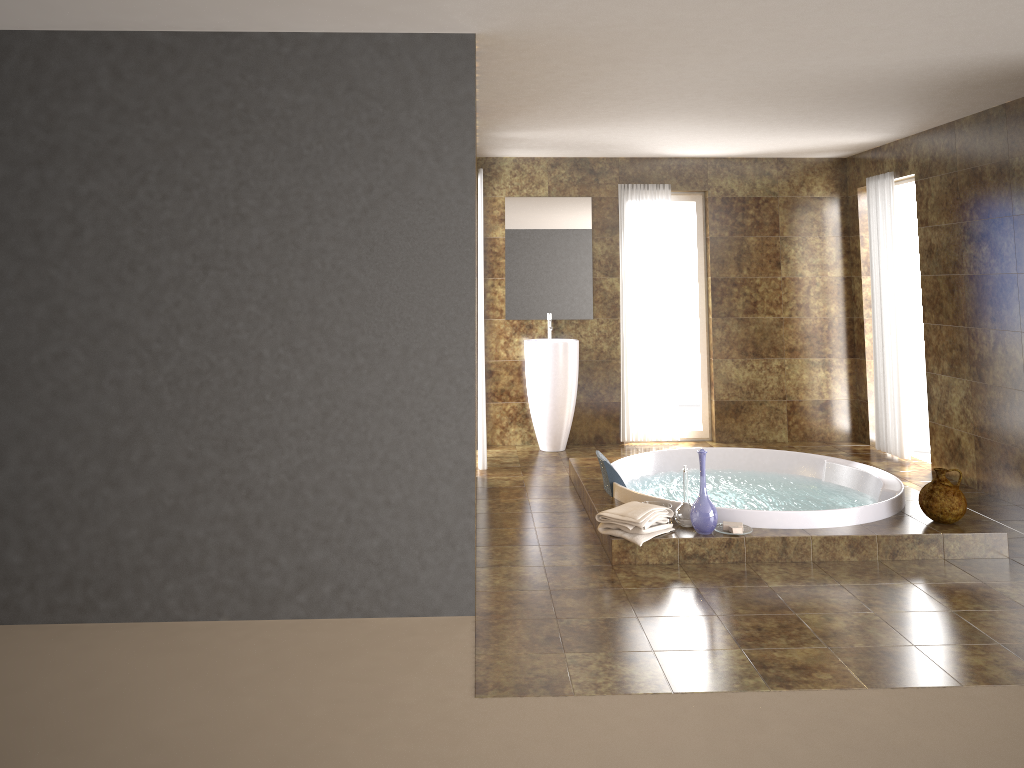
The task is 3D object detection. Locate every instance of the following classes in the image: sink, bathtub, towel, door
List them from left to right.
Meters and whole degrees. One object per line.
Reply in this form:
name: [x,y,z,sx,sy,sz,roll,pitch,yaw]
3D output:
sink: [0.337,-0.021,7.268,0.459,1.146,0.430,0,-5,0]
towel: [0.623,0.695,4.405,0.339,0.151,0.321,4,6,42]
bathtub: [1.451,0.697,5.291,1.749,0.526,1.750,3,6,29]
door: [3.621,-0.554,7.192,0.956,2.247,0.039,-3,-7,31]

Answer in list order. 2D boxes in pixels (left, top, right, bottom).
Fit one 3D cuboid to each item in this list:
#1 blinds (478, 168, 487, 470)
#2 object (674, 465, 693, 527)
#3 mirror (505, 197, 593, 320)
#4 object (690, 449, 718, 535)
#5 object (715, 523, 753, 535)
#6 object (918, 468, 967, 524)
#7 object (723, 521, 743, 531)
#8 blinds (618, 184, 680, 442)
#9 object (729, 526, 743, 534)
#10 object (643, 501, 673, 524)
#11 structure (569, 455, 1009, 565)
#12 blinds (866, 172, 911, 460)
blinds: [-0.232,-0.538,6.754,0.068,2.297,0.590,0,-6,-3]
object: [0.909,0.581,4.515,0.130,0.311,0.128,-1,-4,5]
mirror: [0.324,-1.110,7.609,0.768,1.102,0.008,0,-6,-2]
object: [0.971,0.541,4.387,0.136,0.424,0.133,-1,-5,5]
object: [1.120,0.740,4.376,0.190,0.018,0.190,-2,7,-13]
object: [2.269,0.587,4.561,0.229,0.277,0.228,0,-1,-30]
object: [1.122,0.723,4.388,0.100,0.032,0.061,1,4,13]
blinds: [1.187,-0.643,7.559,0.519,2.285,0.066,0,-6,-2]
object: [1.118,0.728,4.318,0.053,0.034,0.073,0,4,-2]
object: [0.771,0.685,4.616,0.170,0.076,0.169,-2,5,-21]
structure: [1.452,0.705,5.292,2.004,0.125,2.004,0,7,-2]
blinds: [3.013,-0.579,6.987,0.069,2.297,0.476,0,-6,-2]
